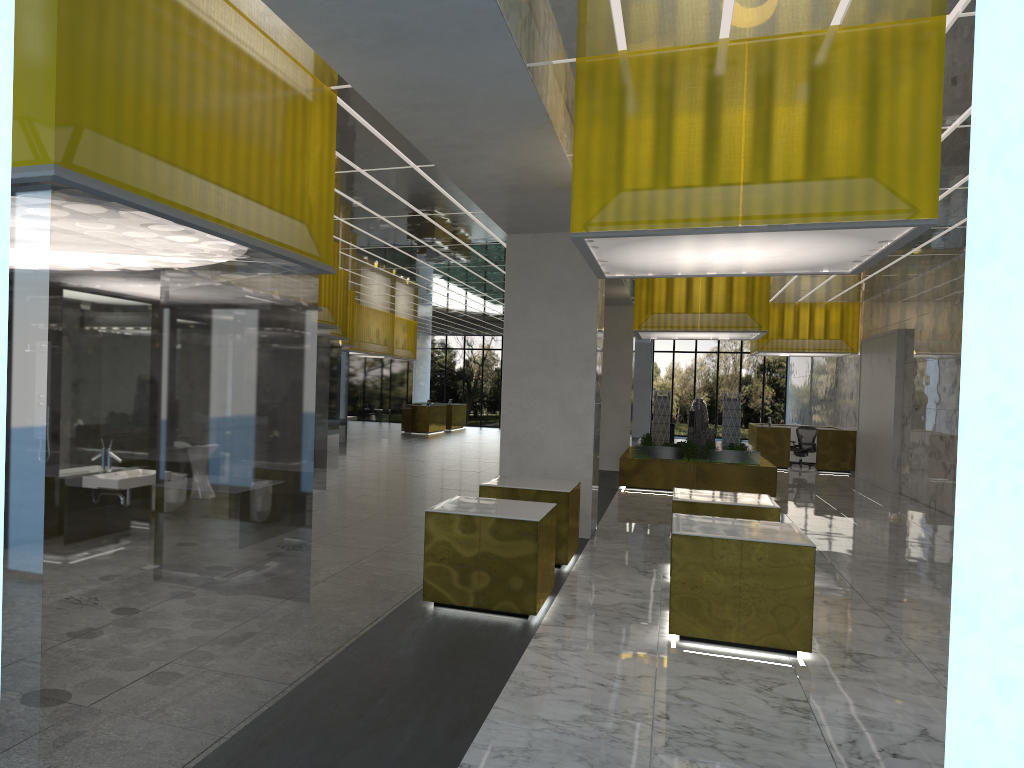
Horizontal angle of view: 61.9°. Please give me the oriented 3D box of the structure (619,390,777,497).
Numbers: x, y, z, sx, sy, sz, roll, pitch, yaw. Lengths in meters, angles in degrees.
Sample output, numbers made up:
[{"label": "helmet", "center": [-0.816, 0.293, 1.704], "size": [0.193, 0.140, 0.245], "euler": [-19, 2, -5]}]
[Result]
[{"label": "structure", "center": [5.168, 1.485, 24.192], "size": [3.943, 2.572, 5.078], "euler": [2, 0, 15]}]

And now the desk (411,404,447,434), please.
[{"label": "desk", "center": [-5.595, 1.884, 47.398], "size": [3.282, 1.509, 3.432], "euler": [2, 0, 16]}]

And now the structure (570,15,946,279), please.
[{"label": "structure", "center": [2.474, -2.551, 9.561], "size": [3.322, 2.270, 3.194], "euler": [2, 0, 16]}]

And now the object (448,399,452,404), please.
[{"label": "object", "center": [-3.833, 1.239, 51.709], "size": [0.561, 0.668, 0.740], "euler": [2, 0, 15]}]

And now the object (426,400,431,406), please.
[{"label": "object", "center": [-4.721, 1.190, 47.030], "size": [0.561, 0.668, 0.739], "euler": [2, 0, 15]}]

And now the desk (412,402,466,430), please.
[{"label": "desk", "center": [-4.715, 1.933, 52.036], "size": [3.282, 1.509, 3.432], "euler": [2, 0, 16]}]

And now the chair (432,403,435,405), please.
[{"label": "chair", "center": [-4.532, 1.932, 51.906], "size": [1.224, 1.494, 0.945], "euler": [2, 1, 33]}]

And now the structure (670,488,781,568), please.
[{"label": "structure", "center": [2.938, 2.170, 12.001], "size": [1.393, 1.174, 1.422], "euler": [2, 0, 16]}]

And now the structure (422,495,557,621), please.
[{"label": "structure", "center": [-0.238, 2.063, 10.301], "size": [1.393, 1.174, 1.422], "euler": [2, 0, 16]}]

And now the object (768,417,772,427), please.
[{"label": "object", "center": [9.704, 1.570, 31.737], "size": [0.561, 0.668, 0.739], "euler": [2, 0, 15]}]

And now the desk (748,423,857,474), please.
[{"label": "desk", "center": [10.532, 2.314, 31.395], "size": [3.282, 1.509, 3.432], "euler": [2, 0, 16]}]

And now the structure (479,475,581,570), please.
[{"label": "structure", "center": [0.282, 2.092, 13.041], "size": [1.393, 1.174, 1.422], "euler": [2, 0, 16]}]

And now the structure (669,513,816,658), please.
[{"label": "structure", "center": [2.417, 2.141, 9.256], "size": [1.393, 1.174, 1.422], "euler": [2, 0, 16]}]

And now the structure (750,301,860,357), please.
[{"label": "structure", "center": [10.638, -2.199, 31.343], "size": [3.323, 2.270, 3.070], "euler": [2, 0, 16]}]

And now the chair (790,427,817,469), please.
[{"label": "chair", "center": [10.629, 2.310, 31.206], "size": [1.195, 1.494, 0.966], "euler": [2, 1, 40]}]

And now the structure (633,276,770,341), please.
[{"label": "structure", "center": [5.007, -2.412, 22.905], "size": [3.323, 2.270, 3.195], "euler": [2, 0, 16]}]
